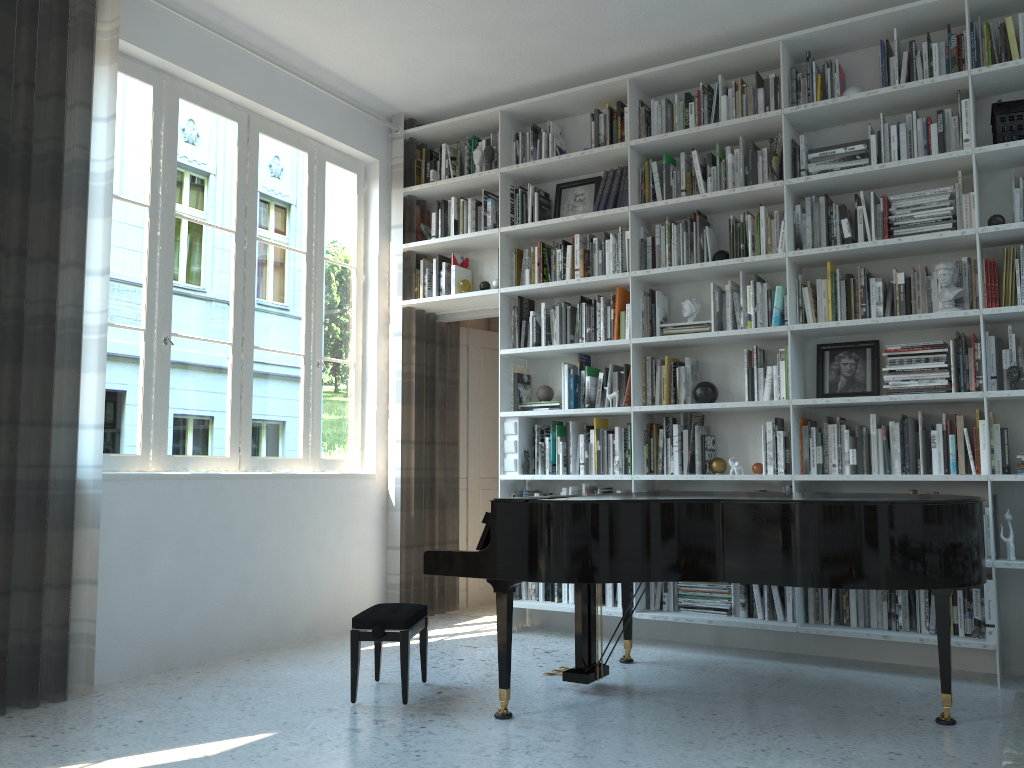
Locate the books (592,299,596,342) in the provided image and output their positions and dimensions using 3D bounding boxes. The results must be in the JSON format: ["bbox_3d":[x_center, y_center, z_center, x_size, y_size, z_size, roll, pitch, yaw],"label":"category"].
[{"bbox_3d":[0.502,-0.346,5.140,0.012,0.272,0.145,-3,-6,31],"label":"books"}]

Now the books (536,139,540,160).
[{"bbox_3d":[0.195,-1.380,5.417,0.026,0.182,0.161,-3,-6,31],"label":"books"}]

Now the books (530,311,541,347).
[{"bbox_3d":[0.161,-0.308,5.331,0.022,0.235,0.177,-3,-6,31],"label":"books"}]

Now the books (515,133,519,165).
[{"bbox_3d":[0.063,-1.409,5.508,0.007,0.258,0.156,-3,-6,31],"label":"books"}]

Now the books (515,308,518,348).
[{"bbox_3d":[0.073,-0.319,5.379,0.027,0.265,0.176,-3,-6,31],"label":"books"}]

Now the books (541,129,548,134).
[{"bbox_3d":[0.215,-1.415,5.415,0.013,0.252,0.129,-3,-6,31],"label":"books"}]

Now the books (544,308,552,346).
[{"bbox_3d":[0.239,-0.318,5.289,0.011,0.245,0.176,-3,-6,31],"label":"books"}]

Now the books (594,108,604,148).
[{"bbox_3d":[0.536,-1.450,5.212,0.024,0.279,0.188,-3,-6,31],"label":"books"}]

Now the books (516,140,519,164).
[{"bbox_3d":[0.080,-1.385,5.495,0.032,0.210,0.158,-3,-6,31],"label":"books"}]

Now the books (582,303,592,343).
[{"bbox_3d":[0.451,-0.335,5.178,0.021,0.256,0.156,-3,-6,31],"label":"books"}]

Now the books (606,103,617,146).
[{"bbox_3d":[0.589,-1.470,5.211,0.014,0.320,0.137,-3,-6,31],"label":"books"}]

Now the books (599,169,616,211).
[{"bbox_3d":[0.581,-1.084,5.153,0.110,0.279,0.174,-3,-6,31],"label":"books"}]

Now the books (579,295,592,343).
[{"bbox_3d":[0.432,-0.356,5.180,0.013,0.299,0.152,-3,-6,31],"label":"books"}]

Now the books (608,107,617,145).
[{"bbox_3d":[0.606,-1.451,5.168,0.011,0.274,0.183,-3,-6,31],"label":"books"}]

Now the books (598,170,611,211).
[{"bbox_3d":[0.571,-1.082,5.180,0.110,0.279,0.174,-3,-6,31],"label":"books"}]

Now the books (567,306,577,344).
[{"bbox_3d":[0.376,-0.324,5.211,0.023,0.242,0.184,-3,-6,31],"label":"books"}]

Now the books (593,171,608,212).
[{"bbox_3d":[0.547,-1.081,5.183,0.110,0.279,0.174,-3,-6,31],"label":"books"}]

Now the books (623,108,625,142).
[{"bbox_3d":[0.684,-1.447,5.141,0.022,0.260,0.152,-3,-6,31],"label":"books"}]

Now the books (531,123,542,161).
[{"bbox_3d":[0.168,-1.429,5.416,0.015,0.279,0.190,-3,-6,31],"label":"books"}]

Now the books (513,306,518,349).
[{"bbox_3d":[0.050,-0.324,5.423,0.012,0.285,0.159,-3,-6,31],"label":"books"}]

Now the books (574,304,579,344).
[{"bbox_3d":[0.415,-0.331,5.209,0.048,0.256,0.141,-3,-6,31],"label":"books"}]

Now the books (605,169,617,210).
[{"bbox_3d":[0.610,-1.084,5.156,0.110,0.279,0.174,-3,-6,31],"label":"books"}]

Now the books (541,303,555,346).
[{"bbox_3d":[0.228,-0.334,5.306,0.023,0.281,0.174,-3,-6,31],"label":"books"}]

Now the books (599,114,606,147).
[{"bbox_3d":[0.557,-1.436,5.196,0.028,0.249,0.155,-3,-6,31],"label":"books"}]

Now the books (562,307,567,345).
[{"bbox_3d":[0.343,-0.321,5.221,0.024,0.237,0.167,-3,-6,31],"label":"books"}]

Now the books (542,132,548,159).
[{"bbox_3d":[0.232,-1.399,5.384,0.021,0.213,0.173,-3,-6,31],"label":"books"}]

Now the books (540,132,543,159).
[{"bbox_3d":[0.221,-1.400,5.399,0.013,0.219,0.181,-3,-6,31],"label":"books"}]

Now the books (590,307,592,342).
[{"bbox_3d":[0.494,-0.323,5.149,0.013,0.227,0.152,-3,-6,31],"label":"books"}]

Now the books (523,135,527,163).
[{"bbox_3d":[0.120,-1.396,5.460,0.013,0.224,0.177,-3,-6,31],"label":"books"}]

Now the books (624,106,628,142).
[{"bbox_3d":[0.700,-1.447,5.116,0.031,0.254,0.178,-3,-6,31],"label":"books"}]

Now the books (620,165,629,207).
[{"bbox_3d":[0.686,-1.094,5.117,0.078,0.285,0.174,-3,-6,31],"label":"books"}]

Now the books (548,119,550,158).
[{"bbox_3d":[0.254,-1.441,5.398,0.007,0.301,0.145,-3,-6,31],"label":"books"}]

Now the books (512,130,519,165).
[{"bbox_3d":[0.044,-1.420,5.523,0.007,0.285,0.159,-3,-6,31],"label":"books"}]

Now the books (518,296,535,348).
[{"bbox_3d":[0.088,-0.354,5.369,0.012,0.333,0.184,-3,-6,31],"label":"books"}]

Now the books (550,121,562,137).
[{"bbox_3d":[0.269,-1.437,5.402,0.015,0.293,0.131,-3,-6,31],"label":"books"}]

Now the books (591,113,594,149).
[{"bbox_3d":[0.505,-1.445,5.250,0.013,0.277,0.151,-3,-6,31],"label":"books"}]

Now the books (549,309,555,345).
[{"bbox_3d":[0.277,-0.316,5.293,0.049,0.242,0.139,-3,-6,31],"label":"books"}]

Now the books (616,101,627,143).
[{"bbox_3d":[0.652,-1.466,5.135,0.025,0.297,0.163,-3,-6,31],"label":"books"}]

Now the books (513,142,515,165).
[{"bbox_3d":[0.050,-1.381,5.507,0.017,0.204,0.142,-3,-6,31],"label":"books"}]

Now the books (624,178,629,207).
[{"bbox_3d":[0.703,-1.095,5.101,0.078,0.285,0.174,-3,-6,31],"label":"books"}]

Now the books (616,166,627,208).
[{"bbox_3d":[0.664,-1.093,5.124,0.078,0.285,0.174,-3,-6,31],"label":"books"}]

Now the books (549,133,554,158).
[{"bbox_3d":[0.273,-1.394,5.376,0.014,0.201,0.170,-3,-6,31],"label":"books"}]

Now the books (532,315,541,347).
[{"bbox_3d":[0.177,-0.295,5.308,0.028,0.203,0.188,-3,-6,31],"label":"books"}]

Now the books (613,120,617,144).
[{"bbox_3d":[0.635,-1.411,5.153,0.027,0.190,0.177,-3,-6,31],"label":"books"}]

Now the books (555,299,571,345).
[{"bbox_3d":[0.304,-0.345,5.255,0.011,0.293,0.183,-3,-6,31],"label":"books"}]

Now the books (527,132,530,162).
[{"bbox_3d":[0.134,-1.406,5.458,0.016,0.243,0.156,-3,-6,31],"label":"books"}]

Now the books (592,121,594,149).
[{"bbox_3d":[0.516,-1.417,5.227,0.028,0.218,0.153,-3,-6,31],"label":"books"}]

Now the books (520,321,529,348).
[{"bbox_3d":[0.112,-0.279,5.356,0.037,0.182,0.189,-3,-6,31],"label":"books"}]

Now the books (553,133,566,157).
[{"bbox_3d":[0.289,-1.398,5.378,0.013,0.209,0.136,-3,-6,31],"label":"books"}]

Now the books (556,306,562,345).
[{"bbox_3d":[0.314,-0.324,5.237,0.021,0.247,0.189,-3,-6,31],"label":"books"}]

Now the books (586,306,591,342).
[{"bbox_3d":[0.477,-0.324,5.146,0.013,0.229,0.177,-3,-6,31],"label":"books"}]

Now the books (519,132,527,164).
[{"bbox_3d":[0.095,-1.407,5.479,0.012,0.249,0.180,-3,-6,31],"label":"books"}]

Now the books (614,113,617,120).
[{"bbox_3d":[0.631,-1.440,5.186,0.013,0.254,0.129,-3,-6,31],"label":"books"}]

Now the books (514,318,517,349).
[{"bbox_3d":[0.061,-0.288,5.403,0.026,0.209,0.155,-3,-6,31],"label":"books"}]

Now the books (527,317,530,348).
[{"bbox_3d":[0.142,-0.292,5.360,0.042,0.208,0.143,-3,-6,31],"label":"books"}]

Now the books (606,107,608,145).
[{"bbox_3d":[0.593,-1.454,5.190,0.013,0.283,0.166,-3,-6,31],"label":"books"}]

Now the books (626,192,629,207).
[{"bbox_3d":[0.715,-1.098,5.077,0.078,0.285,0.174,-3,-6,31],"label":"books"}]

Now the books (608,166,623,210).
[{"bbox_3d":[0.625,-1.090,5.124,0.097,0.282,0.174,-3,-6,31],"label":"books"}]

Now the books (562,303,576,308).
[{"bbox_3d":[0.336,-0.335,5.245,0.011,0.270,0.158,-3,-6,31],"label":"books"}]
